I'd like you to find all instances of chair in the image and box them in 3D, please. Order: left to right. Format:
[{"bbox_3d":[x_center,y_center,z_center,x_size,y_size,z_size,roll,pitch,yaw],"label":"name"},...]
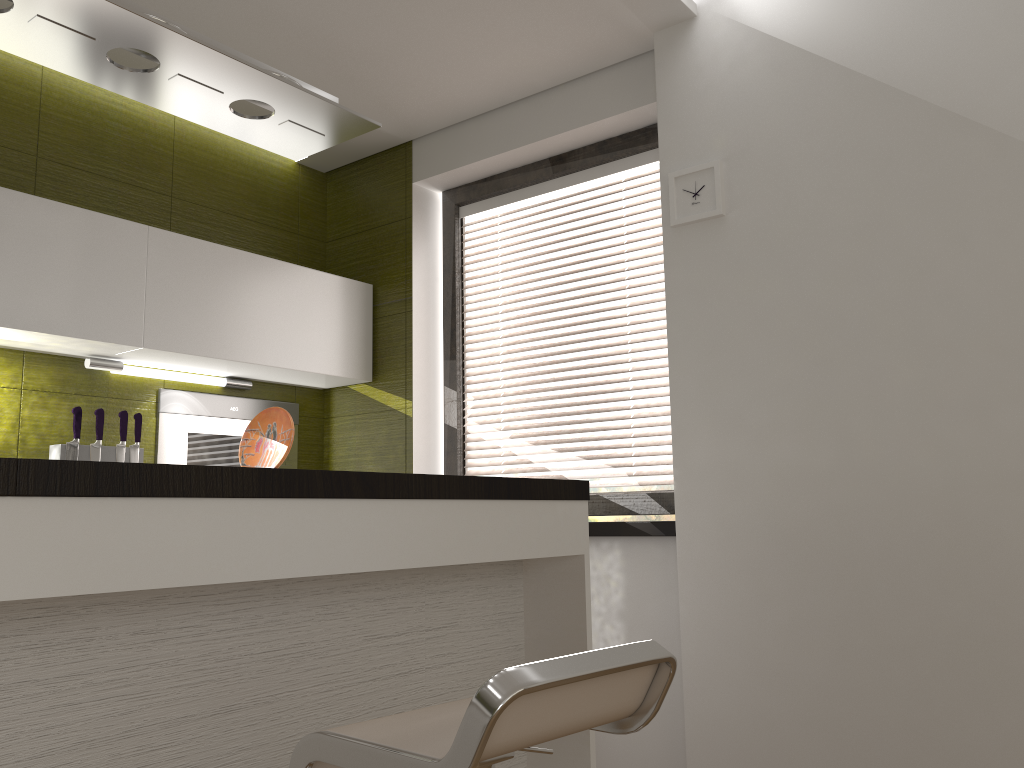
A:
[{"bbox_3d":[-0.036,0.810,1.275,0.460,0.857,0.418,-9,-12,42],"label":"chair"}]

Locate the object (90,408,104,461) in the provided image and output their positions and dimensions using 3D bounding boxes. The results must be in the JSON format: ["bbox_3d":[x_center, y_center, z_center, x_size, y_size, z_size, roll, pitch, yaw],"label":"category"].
[{"bbox_3d":[-1.422,0.213,3.033,0.013,0.264,0.042,-8,-11,37],"label":"object"}]

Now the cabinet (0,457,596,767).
[{"bbox_3d":[-0.945,0.699,1.356,0.663,1.134,2.947,-8,-11,37],"label":"cabinet"}]

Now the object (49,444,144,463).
[{"bbox_3d":[-1.435,0.329,3.062,0.107,0.227,0.293,-8,-11,37],"label":"object"}]

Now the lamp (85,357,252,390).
[{"bbox_3d":[-1.296,-0.035,3.414,0.095,0.041,0.716,-8,-11,37],"label":"lamp"}]

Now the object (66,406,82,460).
[{"bbox_3d":[-1.470,0.242,2.965,0.013,0.339,0.046,-8,-11,37],"label":"object"}]

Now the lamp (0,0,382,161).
[{"bbox_3d":[-0.965,-1.034,1.653,0.326,0.683,1.677,-8,-11,37],"label":"lamp"}]

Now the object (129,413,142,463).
[{"bbox_3d":[-1.336,0.216,3.144,0.013,0.231,0.040,-8,-11,37],"label":"object"}]

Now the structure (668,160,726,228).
[{"bbox_3d":[0.592,-0.610,2.850,0.180,0.180,0.026,-8,-11,37],"label":"structure"}]

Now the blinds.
[{"bbox_3d":[-0.321,-2.072,7.945,16.000,12.704,9.030,1,-9,-13],"label":"blinds"}]

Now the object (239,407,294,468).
[{"bbox_3d":[-0.604,0.143,2.182,0.184,0.178,0.055,-7,-10,33],"label":"object"}]

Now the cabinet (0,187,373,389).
[{"bbox_3d":[-1.837,0.409,2.529,0.724,2.089,3.471,-8,-11,37],"label":"cabinet"}]

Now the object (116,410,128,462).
[{"bbox_3d":[-1.367,0.212,3.104,0.013,0.243,0.036,-8,-11,37],"label":"object"}]

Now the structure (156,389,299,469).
[{"bbox_3d":[-1.140,0.285,3.619,0.015,0.469,0.663,-8,-11,37],"label":"structure"}]
